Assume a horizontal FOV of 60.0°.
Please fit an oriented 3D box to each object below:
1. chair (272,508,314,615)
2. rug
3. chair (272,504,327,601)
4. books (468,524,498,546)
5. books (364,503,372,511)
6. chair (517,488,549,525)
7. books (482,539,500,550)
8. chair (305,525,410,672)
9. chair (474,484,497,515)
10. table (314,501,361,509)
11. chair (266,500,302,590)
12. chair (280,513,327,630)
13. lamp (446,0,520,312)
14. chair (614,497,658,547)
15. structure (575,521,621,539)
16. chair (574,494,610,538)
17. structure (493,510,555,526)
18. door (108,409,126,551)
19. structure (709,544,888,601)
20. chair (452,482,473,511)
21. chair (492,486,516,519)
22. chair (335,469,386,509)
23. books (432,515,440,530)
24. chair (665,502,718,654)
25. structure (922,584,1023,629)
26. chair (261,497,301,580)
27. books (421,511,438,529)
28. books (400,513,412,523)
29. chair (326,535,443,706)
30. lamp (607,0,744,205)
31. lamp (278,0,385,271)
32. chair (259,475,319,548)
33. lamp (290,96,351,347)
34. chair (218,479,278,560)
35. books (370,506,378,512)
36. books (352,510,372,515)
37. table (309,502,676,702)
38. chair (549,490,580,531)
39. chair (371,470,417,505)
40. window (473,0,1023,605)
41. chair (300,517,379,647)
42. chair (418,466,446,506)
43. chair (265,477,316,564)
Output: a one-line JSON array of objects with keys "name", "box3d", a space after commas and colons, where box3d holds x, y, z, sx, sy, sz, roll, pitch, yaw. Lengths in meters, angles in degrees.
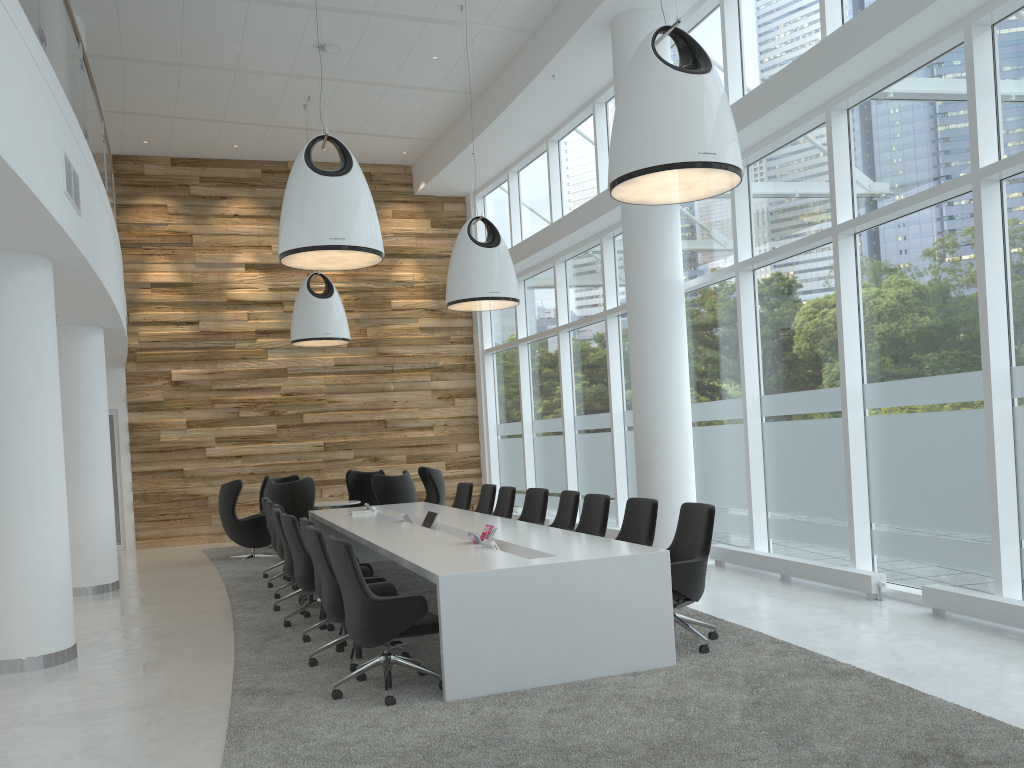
[{"name": "chair", "box3d": [-1.939, 1.647, 8.406, 0.673, 0.966, 0.686, -3, -1, -15]}, {"name": "rug", "box3d": [-1.010, 2.100, 8.696, 3.934, 0.010, 13.479, -2, -4, -19]}, {"name": "chair", "box3d": [-2.133, 1.705, 9.145, 0.673, 0.966, 0.687, -3, -1, -20]}, {"name": "books", "box3d": [-0.215, 1.237, 6.787, 0.230, 0.275, 0.598, -3, -3, 1]}, {"name": "books", "box3d": [-1.723, 1.582, 10.898, 0.152, 0.241, 0.183, -3, -1, -19]}, {"name": "chair", "box3d": [0.072, 1.578, 9.159, 0.673, 0.966, 0.687, -3, -1, -25]}, {"name": "books", "box3d": [-0.110, 1.210, 6.299, 0.143, 0.226, 0.204, -3, -1, -20]}, {"name": "chair", "box3d": [-1.111, 1.462, 6.222, 0.673, 0.966, 0.687, -3, -1, -20]}, {"name": "chair", "box3d": [-0.477, 1.701, 10.609, 0.673, 0.966, 0.687, -3, -1, -20]}, {"name": "table", "box3d": [-2.641, 2.122, 13.220, 0.799, 0.696, 0.800, -3, -2, 5]}, {"name": "chair", "box3d": [-2.414, 1.770, 9.915, 0.673, 0.966, 0.687, -3, -1, -20]}, {"name": "chair", "box3d": [-1.661, 1.585, 7.672, 0.673, 0.966, 0.687, -3, -1, -25]}, {"name": "lamp", "box3d": [-0.445, -2.739, 10.449, 0.885, 3.647, 0.882, -3, 0, 24]}, {"name": "chair", "box3d": [0.825, 1.393, 6.916, 0.673, 0.966, 0.687, -3, -1, -20]}, {"name": "structure", "box3d": [1.349, 2.080, 12.197, 0.150, 0.213, 2.696, -3, -3, -21]}, {"name": "chair", "box3d": [0.544, 1.458, 7.686, 0.673, 0.966, 0.687, -3, -1, -20]}, {"name": "structure", "box3d": [0.157, 2.333, 15.124, 0.150, 0.213, 2.696, -3, -3, -24]}, {"name": "door", "box3d": [-7.493, 1.662, 14.852, 1.803, 2.401, 0.132, -3, 0, -17]}, {"name": "structure", "box3d": [2.643, 1.772, 8.487, 0.150, 0.213, 2.695, -3, -3, -18]}, {"name": "chair", "box3d": [-0.798, 1.771, 11.424, 0.673, 0.966, 0.687, -3, -1, -25]}, {"name": "chair", "box3d": [-0.250, 1.638, 9.826, 0.673, 0.966, 0.687, -3, -1, -20]}, {"name": "chair", "box3d": [-2.432, 1.959, 14.383, 0.914, 1.152, 0.918, -3, -1, 1]}, {"name": "books", "box3d": [-0.809, 1.382, 8.639, 0.158, 0.241, 0.353, -3, -2, -20]}, {"name": "chair", "box3d": [1.092, 1.329, 6.148, 0.673, 0.966, 0.686, -3, -1, -15]}, {"name": "structure", "box3d": [3.520, 1.529, 5.434, 0.150, 0.213, 2.695, -3, -4, -15]}, {"name": "chair", "box3d": [-2.680, 1.833, 10.683, 0.673, 0.966, 0.686, -3, -1, -15]}, {"name": "books", "box3d": [-0.819, 1.363, 8.615, 0.139, 0.229, 0.357, -3, -2, -20]}, {"name": "books", "box3d": [-1.026, 1.415, 8.919, 0.153, 0.238, 0.191, -3, -1, -19]}, {"name": "chair", "box3d": [-0.790, 1.392, 5.406, 0.673, 0.966, 0.687, -3, -1, -25]}, {"name": "lamp", "box3d": [0.969, -3.112, 5.831, 0.885, 3.647, 0.882, -3, 0, 26]}, {"name": "lamp", "box3d": [-1.624, -2.858, 7.471, 0.885, 3.647, 0.882, -3, 0, 26]}, {"name": "chair", "box3d": [-3.529, 1.999, 13.994, 0.919, 1.152, 0.913, -4, -1, 31]}, {"name": "lamp", "box3d": [-2.948, -2.422, 13.179, 0.885, 3.647, 0.883, -3, 0, 19]}, {"name": "chair", "box3d": [-3.752, 1.939, 12.844, 0.916, 1.152, 0.916, -3, -1, -29]}, {"name": "books", "box3d": [-1.605, 1.562, 10.581, 0.139, 0.223, 0.162, -3, -1, -19]}, {"name": "books", "box3d": [-1.735, 1.486, 10.248, 0.224, 0.026, 0.264, -3, -4, -10]}, {"name": "table", "box3d": [-0.775, 1.699, 8.424, 1.498, 0.739, 6.572, -2, -4, -19]}, {"name": "chair", "box3d": [0.351, 1.515, 8.425, 0.673, 0.966, 0.686, -3, -1, -15]}, {"name": "chair", "box3d": [-1.765, 1.800, 12.464, 0.919, 1.152, 0.913, -4, -1, 31]}, {"name": "window", "box3d": [-18.465, -0.072, 7.020, 62.985, 6.139, 30.818, -5, -4, 20]}, {"name": "chair", "box3d": [-1.339, 1.524, 7.005, 0.673, 0.966, 0.687, -3, -1, -20]}, {"name": "chair", "box3d": [-1.480, 1.859, 13.670, 0.916, 1.152, 0.916, -3, -1, -29]}, {"name": "chair", "box3d": [-2.888, 1.842, 12.098, 0.914, 1.152, 0.918, -3, -1, 1]}]
